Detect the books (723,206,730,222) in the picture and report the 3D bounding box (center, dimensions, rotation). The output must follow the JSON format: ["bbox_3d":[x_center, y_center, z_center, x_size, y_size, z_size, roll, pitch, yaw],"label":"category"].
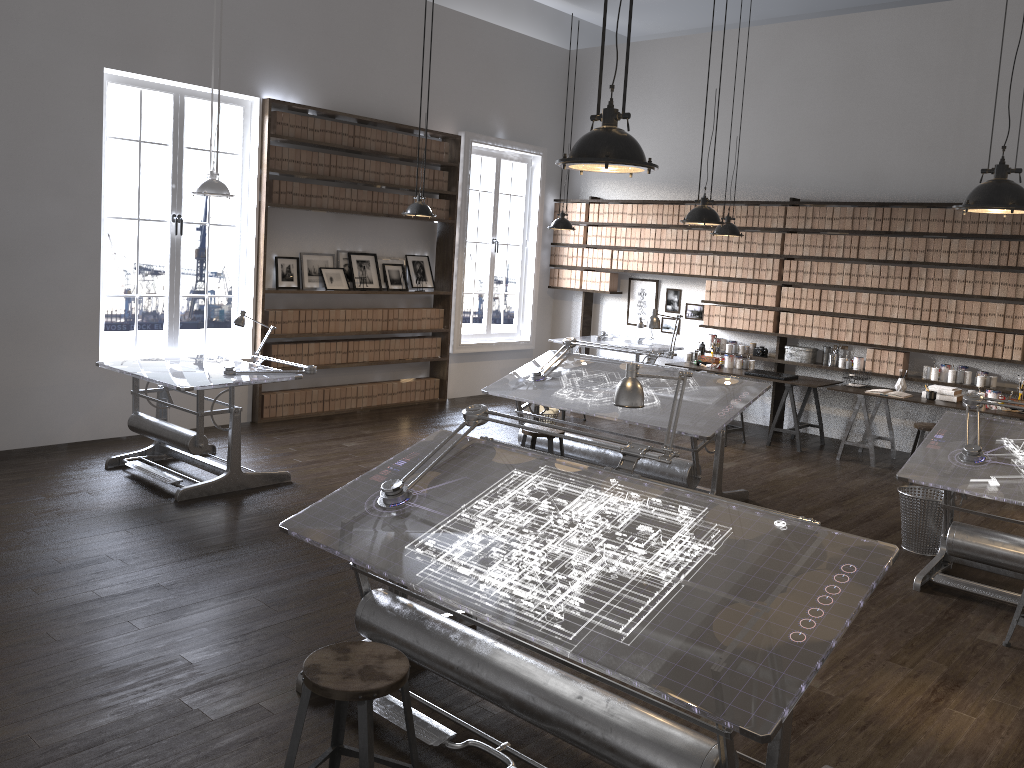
[{"bbox_3d":[2.380,-1.829,9.670,0.067,0.224,0.175,9,8,41],"label":"books"}]

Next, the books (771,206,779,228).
[{"bbox_3d":[2.798,-1.748,9.299,0.067,0.224,0.175,9,8,41],"label":"books"}]

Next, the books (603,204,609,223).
[{"bbox_3d":[1.187,-2.059,10.716,0.067,0.224,0.175,9,8,41],"label":"books"}]

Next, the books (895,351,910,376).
[{"bbox_3d":[3.755,-0.196,8.519,0.067,0.224,0.175,9,8,41],"label":"books"}]

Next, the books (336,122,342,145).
[{"bbox_3d":[-1.769,-2.481,8.803,0.175,0.224,0.067,9,8,41],"label":"books"}]

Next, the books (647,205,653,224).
[{"bbox_3d":[1.652,-1.969,10.309,0.067,0.224,0.175,9,8,41],"label":"books"}]

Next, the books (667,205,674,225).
[{"bbox_3d":[1.858,-1.930,10.132,0.067,0.224,0.175,9,8,41],"label":"books"}]

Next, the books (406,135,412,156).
[{"bbox_3d":[-1.158,-2.547,9.492,0.175,0.224,0.067,9,8,41],"label":"books"}]

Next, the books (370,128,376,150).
[{"bbox_3d":[-1.482,-2.511,9.122,0.175,0.224,0.067,9,8,41],"label":"books"}]

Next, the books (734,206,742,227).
[{"bbox_3d":[2.483,-1.808,9.577,0.067,0.224,0.175,9,8,41],"label":"books"}]

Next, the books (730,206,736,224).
[{"bbox_3d":[2.434,-1.819,9.625,0.067,0.224,0.175,9,8,41],"label":"books"}]

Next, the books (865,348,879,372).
[{"bbox_3d":[3.542,-0.236,8.698,0.067,0.224,0.175,9,8,41],"label":"books"}]

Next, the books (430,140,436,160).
[{"bbox_3d":[-0.926,-2.570,9.744,0.175,0.224,0.067,9,8,41],"label":"books"}]

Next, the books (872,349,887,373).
[{"bbox_3d":[3.596,-0.226,8.658,0.067,0.224,0.175,9,8,41],"label":"books"}]

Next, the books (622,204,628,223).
[{"bbox_3d":[1.395,-2.019,10.537,0.067,0.224,0.175,9,8,41],"label":"books"}]

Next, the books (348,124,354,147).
[{"bbox_3d":[-1.675,-2.492,8.910,0.175,0.224,0.067,9,8,41],"label":"books"}]

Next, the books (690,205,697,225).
[{"bbox_3d":[2.074,-1.888,9.940,0.067,0.224,0.175,9,8,41],"label":"books"}]

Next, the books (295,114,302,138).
[{"bbox_3d":[-2.088,-2.448,8.444,0.175,0.224,0.067,9,8,41],"label":"books"}]

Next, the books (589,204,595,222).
[{"bbox_3d":[1.026,-2.091,10.865,0.067,0.224,0.175,9,8,41],"label":"books"}]

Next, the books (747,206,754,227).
[{"bbox_3d":[2.589,-1.787,9.479,0.067,0.224,0.175,9,8,41],"label":"books"}]

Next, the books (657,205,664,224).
[{"bbox_3d":[1.757,-1.948,10.211,0.067,0.224,0.175,9,8,41],"label":"books"}]

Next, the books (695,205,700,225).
[{"bbox_3d":[2.127,-1.878,9.894,0.067,0.224,0.175,9,8,41],"label":"books"}]

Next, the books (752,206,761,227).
[{"bbox_3d":[2.639,-1.779,9.441,0.067,0.224,0.175,9,8,41],"label":"books"}]

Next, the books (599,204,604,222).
[{"bbox_3d":[1.138,-2.070,10.767,0.067,0.224,0.175,9,8,41],"label":"books"}]

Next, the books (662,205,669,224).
[{"bbox_3d":[1.807,-1.940,10.173,0.067,0.224,0.175,9,8,41],"label":"books"}]

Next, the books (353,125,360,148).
[{"bbox_3d":[-1.621,-2.496,8.962,0.175,0.224,0.067,9,8,41],"label":"books"}]

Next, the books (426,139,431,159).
[{"bbox_3d":[-0.974,-2.566,9.697,0.175,0.224,0.067,9,8,41],"label":"books"}]

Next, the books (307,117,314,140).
[{"bbox_3d":[-1.991,-2.457,8.545,0.175,0.224,0.067,9,8,41],"label":"books"}]

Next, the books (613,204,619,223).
[{"bbox_3d":[1.296,-2.039,10.626,0.067,0.224,0.175,9,8,41],"label":"books"}]

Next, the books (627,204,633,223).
[{"bbox_3d":[1.441,-2.010,10.495,0.067,0.224,0.175,9,8,41],"label":"books"}]

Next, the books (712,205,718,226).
[{"bbox_3d":[2.272,-1.849,9.762,0.067,0.224,0.175,9,8,41],"label":"books"}]

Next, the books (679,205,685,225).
[{"bbox_3d":[1.969,-1.909,10.034,0.067,0.224,0.175,9,8,41],"label":"books"}]

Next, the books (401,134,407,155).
[{"bbox_3d":[-1.202,-2.541,9.438,0.175,0.224,0.067,9,8,41],"label":"books"}]

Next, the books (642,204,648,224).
[{"bbox_3d":[1.602,-1.980,10.358,0.067,0.224,0.175,9,8,41],"label":"books"}]

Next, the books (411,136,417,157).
[{"bbox_3d":[-1.111,-2.552,9.543,0.175,0.224,0.067,9,8,41],"label":"books"}]

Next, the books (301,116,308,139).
[{"bbox_3d":[-2.041,-2.452,8.495,0.175,0.224,0.067,9,8,41],"label":"books"}]

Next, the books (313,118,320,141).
[{"bbox_3d":[-1.945,-2.462,8.601,0.175,0.224,0.067,9,8,41],"label":"books"}]

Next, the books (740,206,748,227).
[{"bbox_3d":[2.535,-1.798,9.526,0.067,0.224,0.175,9,8,41],"label":"books"}]

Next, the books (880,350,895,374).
[{"bbox_3d":[3.649,-0.216,8.612,0.067,0.224,0.175,9,8,41],"label":"books"}]

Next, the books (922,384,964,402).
[{"bbox_3d":[3.875,0.070,7.990,0.296,0.147,0.386,10,11,41],"label":"books"}]

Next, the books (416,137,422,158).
[{"bbox_3d":[-1.061,-2.556,9.593,0.175,0.224,0.067,9,8,41],"label":"books"}]

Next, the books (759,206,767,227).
[{"bbox_3d":[2.695,-1.768,9.392,0.067,0.224,0.175,9,8,41],"label":"books"}]

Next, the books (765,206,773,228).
[{"bbox_3d":[2.748,-1.758,9.348,0.067,0.224,0.175,9,8,41],"label":"books"}]

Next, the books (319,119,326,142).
[{"bbox_3d":[-1.904,-2.467,8.649,0.175,0.224,0.067,9,8,41],"label":"books"}]

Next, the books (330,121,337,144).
[{"bbox_3d":[-1.816,-2.476,8.750,0.175,0.224,0.067,9,8,41],"label":"books"}]

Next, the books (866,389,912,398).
[{"bbox_3d":[3.458,0.081,8.123,0.356,0.029,0.256,11,11,41],"label":"books"}]

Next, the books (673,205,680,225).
[{"bbox_3d":[1.909,-1.919,10.079,0.067,0.224,0.175,9,8,41],"label":"books"}]

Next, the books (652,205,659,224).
[{"bbox_3d":[1.703,-1.959,10.259,0.067,0.224,0.175,9,8,41],"label":"books"}]

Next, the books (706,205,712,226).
[{"bbox_3d":[2.227,-1.858,9.805,0.067,0.224,0.175,9,8,41],"label":"books"}]

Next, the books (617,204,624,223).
[{"bbox_3d":[1.342,-2.029,10.578,0.067,0.224,0.175,9,8,41],"label":"books"}]

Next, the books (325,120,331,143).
[{"bbox_3d":[-1.856,-2.471,8.696,0.175,0.224,0.067,9,8,41],"label":"books"}]

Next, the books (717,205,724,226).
[{"bbox_3d":[2.325,-1.839,9.713,0.067,0.224,0.175,9,8,41],"label":"books"}]

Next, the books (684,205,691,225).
[{"bbox_3d":[2.019,-1.898,9.984,0.067,0.224,0.175,9,8,41],"label":"books"}]

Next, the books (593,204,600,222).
[{"bbox_3d":[1.078,-2.080,10.812,0.067,0.224,0.175,9,8,41],"label":"books"}]

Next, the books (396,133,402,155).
[{"bbox_3d":[-1.247,-2.536,9.381,0.175,0.224,0.067,9,8,41],"label":"books"}]

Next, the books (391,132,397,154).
[{"bbox_3d":[-1.295,-2.531,9.327,0.175,0.224,0.067,9,8,41],"label":"books"}]

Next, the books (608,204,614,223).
[{"bbox_3d":[1.243,-2.049,10.673,0.067,0.224,0.175,9,8,41],"label":"books"}]

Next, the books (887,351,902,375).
[{"bbox_3d":[3.699,-0.206,8.562,0.067,0.224,0.175,9,8,41],"label":"books"}]
